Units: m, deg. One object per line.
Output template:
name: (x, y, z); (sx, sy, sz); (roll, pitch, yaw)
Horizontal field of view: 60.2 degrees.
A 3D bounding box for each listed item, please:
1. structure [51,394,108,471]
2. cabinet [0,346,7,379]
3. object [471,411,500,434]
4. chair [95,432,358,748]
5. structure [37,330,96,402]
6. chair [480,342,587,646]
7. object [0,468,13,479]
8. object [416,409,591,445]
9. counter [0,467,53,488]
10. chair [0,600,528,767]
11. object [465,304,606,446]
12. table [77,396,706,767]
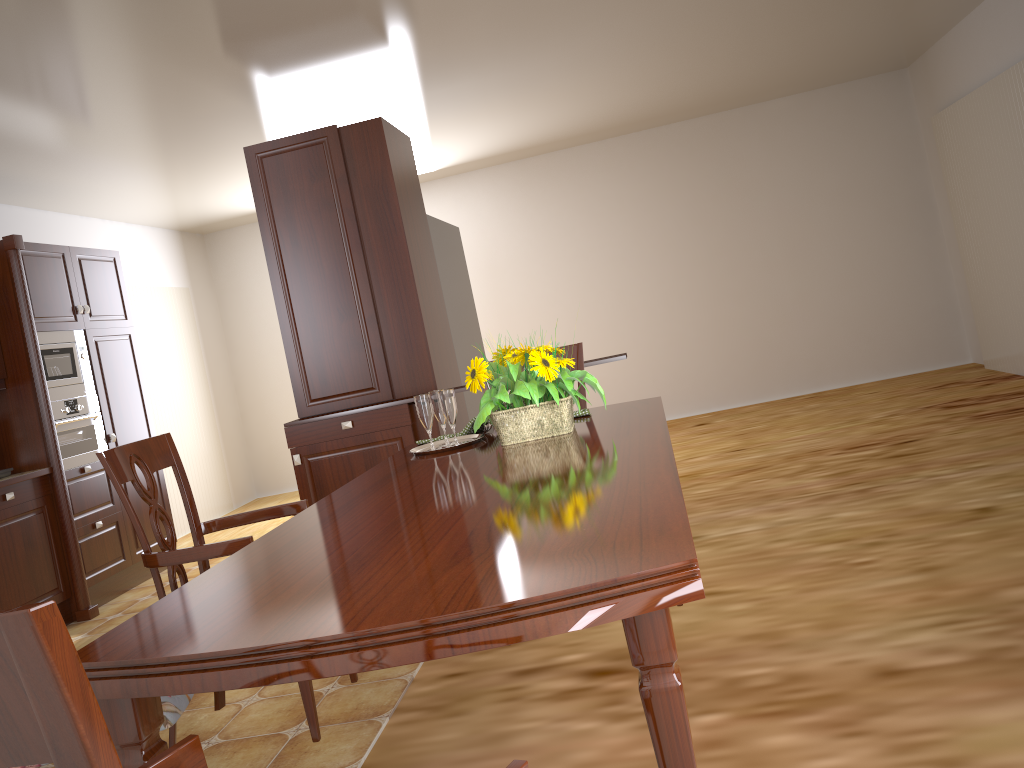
structure: (-2.407, 0.265, 4.897); (0.041, 0.375, 0.496); (-12, 2, 9)
cabinet: (-2.258, -0.359, 3.146); (1.365, 0.779, 2.792); (-11, 3, 9)
object: (-0.067, 0.110, 2.478); (0.046, 0.046, 0.147); (-11, 3, 22)
chair: (-0.682, 0.473, 2.202); (0.458, 0.746, 0.405); (-12, 0, 6)
structure: (-2.637, -0.077, 4.925); (0.316, 0.386, 0.496); (-12, 2, 9)
chair: (0.100, 0.288, 2.537); (0.403, 0.746, 0.460); (-12, 0, 9)
object: (-2.750, 0.351, 4.416); (0.322, 0.322, 0.275); (-12, 1, 9)
object: (-0.032, 0.101, 2.449); (0.525, 0.056, 0.167); (-10, 3, 22)
counter: (-2.279, 0.511, 3.161); (1.819, 0.032, 2.794); (-11, 4, 9)
chair: (-0.202, 0.468, 0.681); (0.402, 0.746, 0.463); (-12, 0, 31)
object: (0.051, -0.009, 2.154); (0.318, 0.337, 0.299); (-12, 1, 0)
table: (0.003, 0.451, 1.725); (0.733, 0.558, 1.684); (-12, 3, 9)
